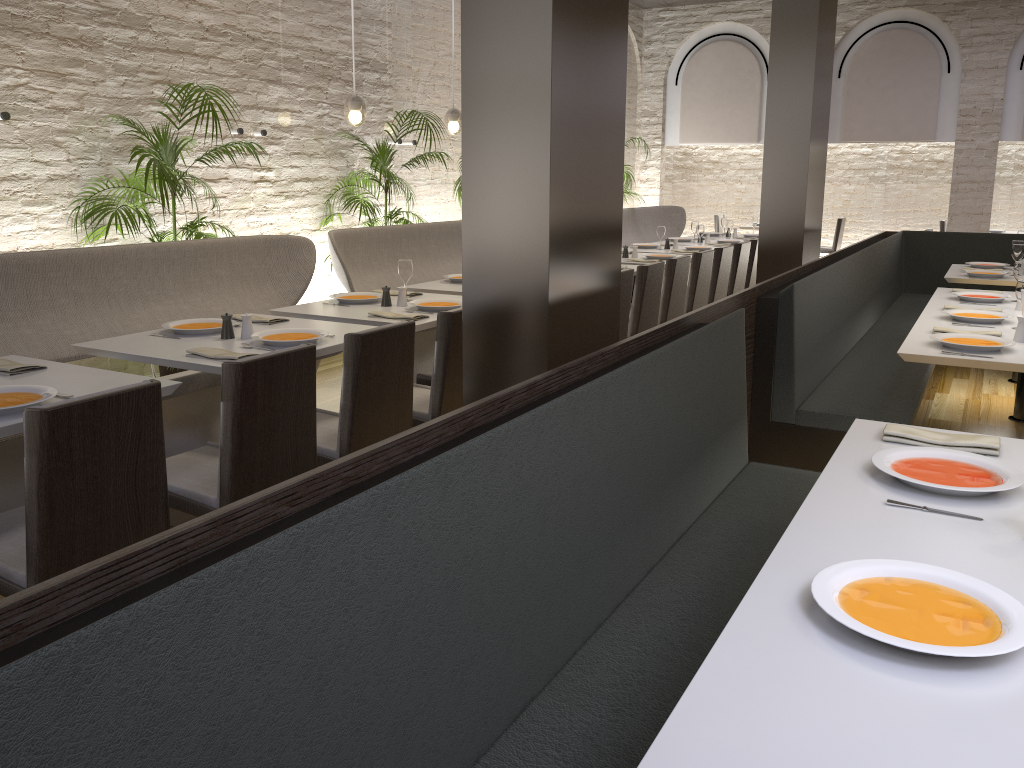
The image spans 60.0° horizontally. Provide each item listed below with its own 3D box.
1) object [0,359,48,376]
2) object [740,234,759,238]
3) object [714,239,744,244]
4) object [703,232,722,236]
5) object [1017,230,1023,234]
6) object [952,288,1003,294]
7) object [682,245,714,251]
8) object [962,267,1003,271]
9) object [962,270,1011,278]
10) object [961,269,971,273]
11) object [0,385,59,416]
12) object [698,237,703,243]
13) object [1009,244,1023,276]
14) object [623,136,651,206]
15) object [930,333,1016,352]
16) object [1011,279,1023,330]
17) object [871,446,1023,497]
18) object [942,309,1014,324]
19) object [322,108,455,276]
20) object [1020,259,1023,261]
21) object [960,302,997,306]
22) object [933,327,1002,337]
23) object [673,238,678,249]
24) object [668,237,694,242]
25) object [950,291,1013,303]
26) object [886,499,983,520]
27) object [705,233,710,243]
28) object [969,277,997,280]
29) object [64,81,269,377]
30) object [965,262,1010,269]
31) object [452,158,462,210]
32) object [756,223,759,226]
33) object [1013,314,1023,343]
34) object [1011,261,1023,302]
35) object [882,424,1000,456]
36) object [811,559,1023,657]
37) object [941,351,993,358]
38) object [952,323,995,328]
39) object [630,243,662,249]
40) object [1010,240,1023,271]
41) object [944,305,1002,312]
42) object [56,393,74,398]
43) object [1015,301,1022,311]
[{"bbox_3d":[-1.823,-0.065,3.186,0.273,0.033,0.143,7,15,28],"label":"object"},{"bbox_3d":[2.899,-1.772,10.617,0.322,0.036,0.324,-5,14,-23],"label":"object"},{"bbox_3d":[2.353,-1.547,9.633,0.322,0.036,0.324,-5,14,-23],"label":"object"},{"bbox_3d":[2.429,-1.834,10.871,0.322,0.036,0.324,-5,14,-23],"label":"object"},{"bbox_3d":[4.785,-1.328,8.324,0.086,0.229,0.087,-6,13,-31],"label":"object"},{"bbox_3d":[2.867,-0.566,5.462,0.273,0.033,0.143,7,15,28],"label":"object"},{"bbox_3d":[1.824,-1.328,8.682,0.322,0.036,0.324,-5,14,-23],"label":"object"},{"bbox_3d":[3.623,-0.878,6.822,0.273,0.033,0.143,7,15,28],"label":"object"},{"bbox_3d":[3.437,-0.795,6.432,0.321,0.036,0.324,1,13,4],"label":"object"},{"bbox_3d":[3.549,-0.847,6.688,0.273,0.033,0.143,7,15,28],"label":"object"},{"bbox_3d":[-1.531,0.056,2.644,0.322,0.036,0.324,2,13,6],"label":"object"},{"bbox_3d":[2.064,-1.605,9.707,0.059,0.108,0.060,-5,13,-25],"label":"object"},{"bbox_3d":[3.690,-0.904,6.472,0.086,0.229,0.086,-5,12,-25],"label":"object"},{"bbox_3d":[1.128,-2.080,11.016,1.145,1.959,1.197,2,12,9],"label":"object"},{"bbox_3d":[1.919,-0.169,3.699,0.322,0.036,0.324,7,15,26],"label":"object"},{"bbox_3d":[2.394,-0.370,4.140,0.086,0.229,0.087,6,13,28],"label":"object"},{"bbox_3d":[1.003,0.209,2.051,0.323,0.036,0.323,-11,17,-40],"label":"object"},{"bbox_3d":[2.315,-0.332,4.412,0.323,0.036,0.323,-11,17,-40],"label":"object"},{"bbox_3d":[-1.029,-1.196,7.163,1.190,1.959,1.152,-6,13,-30],"label":"object"},{"bbox_3d":[3.779,-0.863,6.548,0.069,0.125,0.069,-4,12,-19],"label":"object"},{"bbox_3d":[2.614,-0.450,4.969,0.185,0.010,0.017,7,14,28],"label":"object"},{"bbox_3d":[2.060,-0.233,4.010,0.273,0.033,0.143,7,15,28],"label":"object"},{"bbox_3d":[1.619,-1.388,8.761,0.059,0.108,0.060,-5,13,-25],"label":"object"},{"bbox_3d":[1.882,-1.609,9.888,0.322,0.036,0.324,-5,14,-23],"label":"object"},{"bbox_3d":[2.723,-0.501,5.146,0.322,0.036,0.324,6,14,24],"label":"object"},{"bbox_3d":[0.885,0.263,1.859,0.185,0.010,0.017,7,14,28],"label":"object"},{"bbox_3d":[2.148,-1.606,9.713,0.059,0.108,0.060,-5,13,-25],"label":"object"},{"bbox_3d":[3.331,-0.746,6.260,0.185,0.010,0.017,7,14,28],"label":"object"},{"bbox_3d":[-2.041,-0.779,5.342,1.190,1.959,1.152,-6,13,-30],"label":"object"},{"bbox_3d":[3.795,-0.943,7.075,0.322,0.036,0.324,6,14,24],"label":"object"},{"bbox_3d":[-0.067,-1.594,8.898,1.146,1.959,1.196,-4,12,-20],"label":"object"},{"bbox_3d":[3.746,-2.410,13.379,0.322,0.036,0.324,-6,15,-26],"label":"object"},{"bbox_3d":[2.205,-0.239,3.823,0.069,0.125,0.069,-9,14,-38],"label":"object"},{"bbox_3d":[2.921,-0.587,5.089,0.086,0.229,0.087,10,15,40],"label":"object"},{"bbox_3d":[1.139,0.141,2.351,0.273,0.033,0.143,7,15,28],"label":"object"},{"bbox_3d":[0.638,0.359,1.396,0.321,0.036,0.324,1,13,4],"label":"object"},{"bbox_3d":[1.807,-0.117,3.517,0.185,0.010,0.017,7,14,28],"label":"object"},{"bbox_3d":[2.202,-0.280,4.228,0.185,0.010,0.017,7,14,28],"label":"object"},{"bbox_3d":[1.353,-1.390,8.936,0.322,0.036,0.324,-5,14,-23],"label":"object"},{"bbox_3d":[3.908,-0.994,6.864,0.086,0.229,0.086,-5,12,-25],"label":"object"},{"bbox_3d":[2.455,-0.396,4.720,0.273,0.033,0.143,7,15,28],"label":"object"},{"bbox_3d":[-1.450,0.030,2.802,0.185,0.010,0.017,7,14,28],"label":"object"},{"bbox_3d":[2.742,-0.452,4.753,0.069,0.125,0.069,5,12,22],"label":"object"}]
